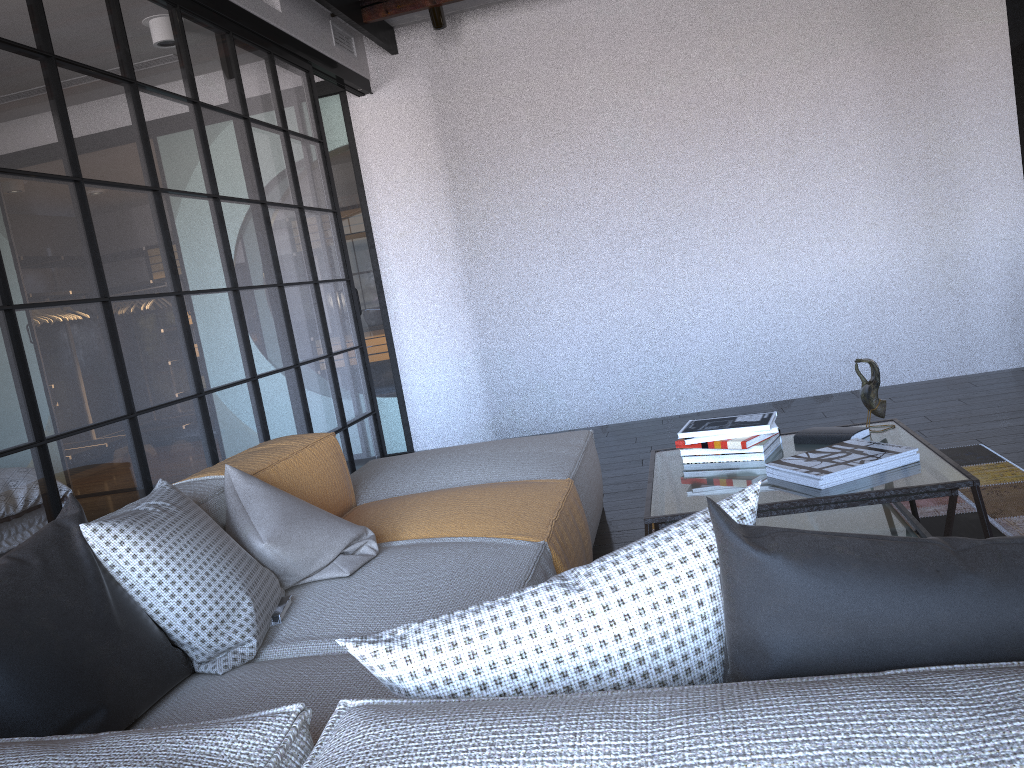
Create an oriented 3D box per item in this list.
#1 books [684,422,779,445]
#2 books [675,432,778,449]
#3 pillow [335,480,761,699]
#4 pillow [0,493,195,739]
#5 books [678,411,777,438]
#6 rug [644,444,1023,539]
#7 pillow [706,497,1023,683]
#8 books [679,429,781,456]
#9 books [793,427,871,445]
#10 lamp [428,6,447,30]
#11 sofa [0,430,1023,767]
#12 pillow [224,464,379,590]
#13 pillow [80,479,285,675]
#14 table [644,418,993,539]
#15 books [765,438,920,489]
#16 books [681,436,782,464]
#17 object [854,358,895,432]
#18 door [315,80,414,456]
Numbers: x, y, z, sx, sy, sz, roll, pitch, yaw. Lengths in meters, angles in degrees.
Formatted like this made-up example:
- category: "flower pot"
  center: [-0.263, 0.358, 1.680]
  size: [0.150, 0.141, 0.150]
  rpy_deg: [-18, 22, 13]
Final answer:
- category: "books"
  center: [0.649, 0.137, 2.654]
  size: [0.268, 0.014, 0.196]
  rpy_deg: [-9, 7, 10]
- category: "books"
  center: [0.639, 0.159, 2.640]
  size: [0.239, 0.023, 0.190]
  rpy_deg: [-3, 9, 46]
- category: "pillow"
  center: [0.096, 0.337, 1.021]
  size: [0.543, 0.402, 0.250]
  rpy_deg: [-11, 7, -6]
- category: "pillow"
  center: [-0.780, 0.425, 1.539]
  size: [0.263, 0.400, 0.509]
  rpy_deg: [-9, 7, 6]
- category: "books"
  center: [0.646, 0.122, 2.652]
  size: [0.268, 0.014, 0.196]
  rpy_deg: [-7, 7, 23]
- category: "rug"
  center: [1.112, 0.528, 2.768]
  size: [1.432, 0.013, 2.362]
  rpy_deg: [-9, 7, 11]
- category: "pillow"
  center: [0.416, 0.278, 0.928]
  size: [0.538, 0.417, 0.238]
  rpy_deg: [-10, 7, 1]
- category: "books"
  center: [0.655, 0.175, 2.663]
  size: [0.251, 0.023, 0.209]
  rpy_deg: [-6, 8, 31]
- category: "books"
  center: [0.946, 0.149, 2.621]
  size: [0.129, 0.029, 0.182]
  rpy_deg: [-16, 9, -41]
- category: "lamp"
  center: [-0.436, -2.124, 5.050]
  size: [0.093, 0.210, 0.146]
  rpy_deg: [-9, 7, 7]
- category: "sofa"
  center: [0.229, 0.422, 2.202]
  size: [2.536, 0.698, 3.297]
  rpy_deg: [-9, 7, 11]
- category: "pillow"
  center: [-0.530, 0.348, 2.208]
  size: [0.358, 0.314, 0.485]
  rpy_deg: [-15, 8, -35]
- category: "pillow"
  center: [-0.666, 0.383, 1.860]
  size: [0.293, 0.354, 0.495]
  rpy_deg: [-10, 7, -3]
- category: "table"
  center: [0.786, 0.406, 2.466]
  size: [0.842, 0.389, 0.848]
  rpy_deg: [-9, 7, 11]
- category: "books"
  center: [0.849, 0.203, 2.291]
  size: [0.308, 0.038, 0.225]
  rpy_deg: [-12, 7, -18]
- category: "books"
  center: [0.660, 0.197, 2.665]
  size: [0.247, 0.024, 0.209]
  rpy_deg: [-6, 8, 31]
- category: "object"
  center: [1.067, 0.026, 2.642]
  size: [0.093, 0.223, 0.099]
  rpy_deg: [-15, 9, -39]
- category: "door"
  center: [-2.816, -0.435, 6.317]
  size: [4.186, 2.595, 0.138]
  rpy_deg: [-9, 7, 11]
